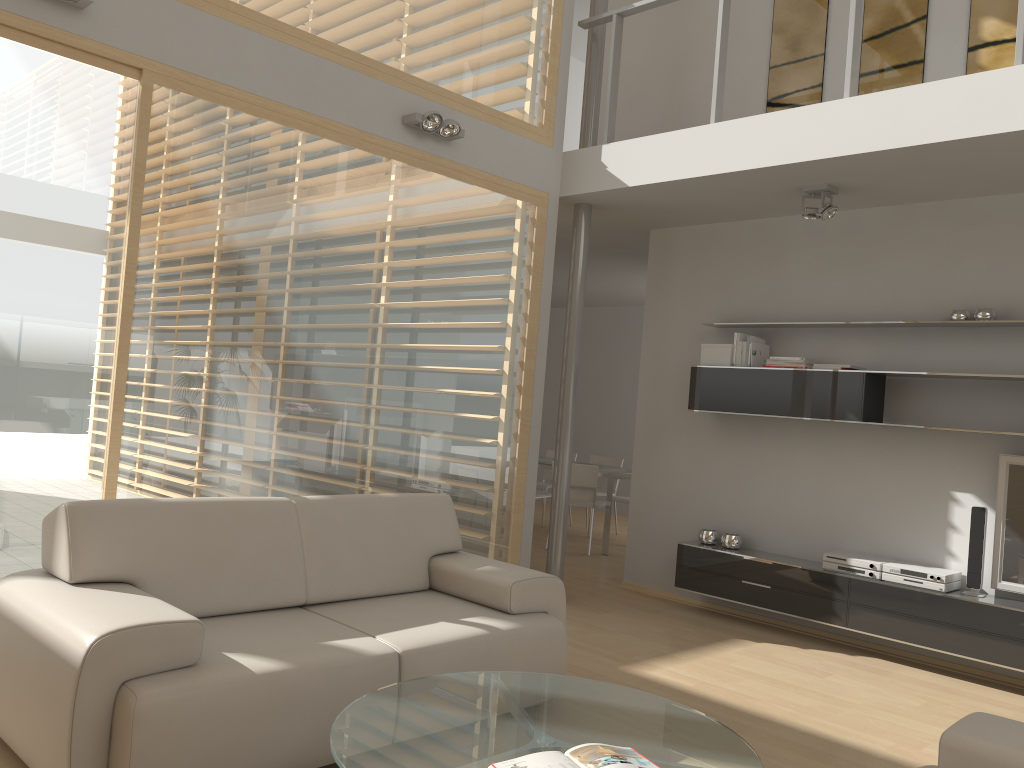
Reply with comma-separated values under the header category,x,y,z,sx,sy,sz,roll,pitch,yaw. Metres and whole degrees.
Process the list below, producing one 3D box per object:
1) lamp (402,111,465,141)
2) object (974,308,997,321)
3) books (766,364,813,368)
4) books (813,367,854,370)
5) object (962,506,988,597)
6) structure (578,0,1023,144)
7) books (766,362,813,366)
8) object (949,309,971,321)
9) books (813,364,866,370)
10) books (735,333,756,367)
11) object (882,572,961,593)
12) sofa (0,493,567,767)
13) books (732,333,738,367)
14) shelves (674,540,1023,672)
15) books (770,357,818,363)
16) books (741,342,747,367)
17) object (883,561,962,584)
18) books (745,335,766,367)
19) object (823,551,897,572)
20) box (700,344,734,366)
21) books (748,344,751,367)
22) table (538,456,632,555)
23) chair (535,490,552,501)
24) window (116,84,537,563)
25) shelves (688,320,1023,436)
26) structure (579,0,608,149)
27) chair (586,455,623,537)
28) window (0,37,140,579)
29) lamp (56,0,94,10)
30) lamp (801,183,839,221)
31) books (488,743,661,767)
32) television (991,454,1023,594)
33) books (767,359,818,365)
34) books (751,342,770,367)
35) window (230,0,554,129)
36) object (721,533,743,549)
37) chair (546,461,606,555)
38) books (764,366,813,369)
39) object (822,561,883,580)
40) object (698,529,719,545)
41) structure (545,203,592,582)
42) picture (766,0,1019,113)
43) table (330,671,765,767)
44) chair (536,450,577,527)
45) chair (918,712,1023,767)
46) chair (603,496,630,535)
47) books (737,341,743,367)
category,x,y,z,sx,sy,sz,roll,pitch,yaw
lamp,-0.423,-1.456,5.013,0.183,0.110,0.360,3,-2,45
object,2.628,-0.382,4.923,0.115,0.081,0.115,4,-1,25
books,1.789,-0.109,5.649,0.190,0.011,0.268,6,-2,-44
books,2.004,-0.086,5.454,0.254,0.015,0.190,6,-2,-39
object,2.551,0.914,4.865,0.111,0.483,0.116,3,-2,41
structure,2.352,-1.877,4.081,5.400,0.900,0.080,3,-2,45
books,1.782,-0.123,5.655,0.254,0.015,0.190,3,-2,41
object,2.554,-0.385,5.056,0.115,0.081,0.115,4,-1,25
books,2.011,-0.102,5.442,0.230,0.017,0.227,3,-2,45
books,1.566,-0.216,5.923,0.017,0.227,0.230,3,-2,45
object,2.320,1.117,5.032,0.349,0.049,0.250,3,-2,45
sofa,-0.782,0.894,3.494,1.168,0.846,2.093,3,-2,45
books,1.548,-0.217,5.932,0.017,0.227,0.230,3,-2,45
shelves,2.716,1.320,4.610,4.236,0.312,0.300,3,-2,45
books,1.800,-0.153,5.655,0.227,0.017,0.230,3,-2,40
books,1.599,-0.185,5.888,0.027,0.169,0.230,3,-2,45
object,2.320,1.068,5.029,0.349,0.049,0.262,3,-2,45
books,1.609,-0.205,5.862,0.021,0.210,0.207,3,-2,45
object,2.067,1.054,5.279,0.349,0.049,0.262,3,-2,45
box,1.436,-0.185,5.998,0.232,0.149,0.232,3,-2,45
books,1.619,-0.178,5.852,0.009,0.156,0.207,3,-2,45
table,0.434,1.171,9.147,2.199,0.746,0.900,3,-2,45
chair,0.163,1.112,8.794,0.455,0.807,0.501,3,-2,40
window,-0.826,-0.007,4.838,0.020,2.500,2.525,3,-2,45
shelves,2.812,0.125,4.638,4.236,0.914,0.300,3,-2,45
structure,0.609,-2.722,6.112,0.121,2.400,0.122,4,-2,33
chair,0.841,1.182,9.467,0.455,0.807,0.501,3,-2,45
window,-2.645,-0.195,3.025,0.020,2.500,2.525,3,-2,45
lamp,-1.868,-1.612,3.546,0.182,0.080,0.360,3,-2,45
lamp,1.793,-1.046,5.161,0.214,0.195,0.150,3,-2,45
books,0.202,0.979,2.216,0.440,0.037,0.297,5,-1,-25
television,3.098,0.774,4.435,1.224,0.735,0.096,3,-2,45
books,1.787,-0.138,5.648,0.190,0.015,0.254,6,-2,-44
books,1.639,-0.183,5.851,0.023,0.169,0.230,3,-2,45
window,-0.598,-2.847,4.904,0.020,2.200,2.525,3,-2,45
object,1.465,1.048,5.914,0.143,0.091,0.143,5,-1,-13
chair,0.635,1.137,8.269,0.455,0.807,0.501,4,-1,25
books,1.791,-0.097,5.645,0.297,0.013,0.210,3,-2,45
object,2.063,1.102,5.277,0.349,0.049,0.262,3,-2,45
object,1.339,1.041,6.039,0.143,0.091,0.143,5,-1,-13
structure,0.382,0.118,6.046,0.121,2.700,0.122,4,-2,33
picture,2.412,-2.679,5.523,1.684,1.800,0.010,3,-2,45
table,0.083,1.180,2.499,1.198,0.370,1.198,5,-2,-28
chair,0.379,1.155,9.912,0.455,0.807,0.501,3,-2,45
chair,1.079,0.999,1.637,1.165,0.846,1.562,3,-2,45
chair,1.274,1.205,8.992,0.455,0.807,0.501,3,-2,45
books,1.573,-0.187,5.901,0.027,0.169,0.230,3,-2,45
